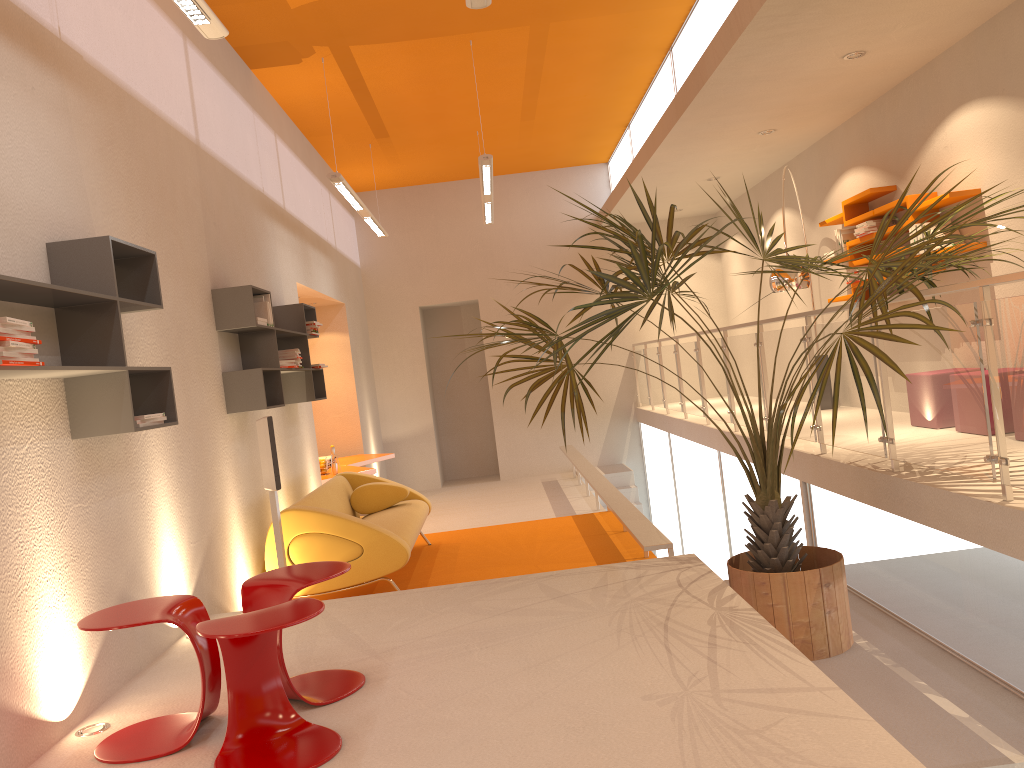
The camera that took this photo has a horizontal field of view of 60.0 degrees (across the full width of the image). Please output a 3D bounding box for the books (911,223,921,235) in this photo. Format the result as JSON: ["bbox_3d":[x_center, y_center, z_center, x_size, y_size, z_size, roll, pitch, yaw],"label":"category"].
[{"bbox_3d":[3.041,-1.065,6.481,0.230,0.227,0.017,-7,1,-1],"label":"books"}]

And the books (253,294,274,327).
[{"bbox_3d":[-1.748,-0.485,6.022,0.230,0.227,0.017,-7,1,-1],"label":"books"}]

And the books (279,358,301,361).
[{"bbox_3d":[-1.707,-0.169,6.658,0.230,0.017,0.226,-7,1,-11],"label":"books"}]

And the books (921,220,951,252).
[{"bbox_3d":[3.033,-1.053,6.321,0.207,0.210,0.021,-7,1,-1],"label":"books"}]

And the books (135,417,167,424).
[{"bbox_3d":[-1.619,0.165,3.768,0.190,0.015,0.254,-7,1,6],"label":"books"}]

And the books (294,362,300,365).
[{"bbox_3d":[-1.693,-0.140,6.649,0.190,0.015,0.254,-7,1,-10],"label":"books"}]

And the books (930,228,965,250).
[{"bbox_3d":[3.053,-1.024,6.248,0.230,0.150,0.091,-7,1,-1],"label":"books"}]

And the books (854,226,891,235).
[{"bbox_3d":[2.976,-1.262,7.291,0.254,0.015,0.190,-7,1,-5],"label":"books"}]

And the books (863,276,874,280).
[{"bbox_3d":[3.032,-0.884,7.271,0.254,0.015,0.190,-7,1,6],"label":"books"}]

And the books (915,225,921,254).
[{"bbox_3d":[3.031,-1.054,6.407,0.207,0.210,0.021,-7,1,-1],"label":"books"}]

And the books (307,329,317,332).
[{"bbox_3d":[-1.728,-0.429,7.347,0.190,0.015,0.254,-7,1,-5],"label":"books"}]

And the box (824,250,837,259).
[{"bbox_3d":[2.967,-1.174,7.980,0.232,0.047,0.232,-7,1,-1],"label":"box"}]

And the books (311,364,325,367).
[{"bbox_3d":[-1.682,-0.146,7.335,0.226,0.017,0.230,-7,1,-1],"label":"books"}]

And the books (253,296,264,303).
[{"bbox_3d":[-1.758,-0.473,5.947,0.207,0.210,0.021,-7,1,-1],"label":"books"}]

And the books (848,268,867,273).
[{"bbox_3d":[3.012,-0.974,7.544,0.226,0.017,0.230,-7,1,-1],"label":"books"}]

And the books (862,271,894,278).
[{"bbox_3d":[3.026,-0.899,7.258,0.226,0.017,0.230,-7,1,-1],"label":"books"}]

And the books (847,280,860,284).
[{"bbox_3d":[3.013,-0.885,7.557,0.210,0.013,0.297,-7,1,-1],"label":"books"}]

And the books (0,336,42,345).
[{"bbox_3d":[-1.625,-0.123,2.739,0.210,0.013,0.297,-7,1,-6],"label":"books"}]

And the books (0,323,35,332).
[{"bbox_3d":[-1.625,-0.163,2.732,0.190,0.015,0.254,-7,1,-4],"label":"books"}]

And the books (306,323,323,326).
[{"bbox_3d":[-1.719,-0.478,7.334,0.254,0.015,0.190,-7,1,6],"label":"books"}]

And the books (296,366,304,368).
[{"bbox_3d":[-1.692,-0.115,6.663,0.210,0.013,0.297,-7,1,-6],"label":"books"}]

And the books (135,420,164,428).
[{"bbox_3d":[-1.620,0.180,3.761,0.190,0.015,0.254,-7,1,0],"label":"books"}]

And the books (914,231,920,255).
[{"bbox_3d":[3.046,-1.036,6.431,0.230,0.169,0.027,-7,1,-1],"label":"books"}]

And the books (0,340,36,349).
[{"bbox_3d":[-1.632,-0.107,2.736,0.230,0.017,0.227,-7,1,-11],"label":"books"}]

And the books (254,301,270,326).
[{"bbox_3d":[-1.741,-0.455,5.918,0.230,0.169,0.023,-7,1,-1],"label":"books"}]

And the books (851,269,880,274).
[{"bbox_3d":[3.018,-0.959,7.557,0.254,0.015,0.190,-7,1,6],"label":"books"}]

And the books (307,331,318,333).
[{"bbox_3d":[-1.725,-0.416,7.337,0.190,0.011,0.268,-7,1,1],"label":"books"}]

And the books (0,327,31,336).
[{"bbox_3d":[-1.626,-0.148,2.725,0.190,0.015,0.254,-7,1,-10],"label":"books"}]

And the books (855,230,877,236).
[{"bbox_3d":[2.987,-1.250,7.293,0.268,0.011,0.190,-7,1,1],"label":"books"}]

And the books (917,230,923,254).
[{"bbox_3d":[3.039,-1.034,6.373,0.230,0.169,0.027,-7,1,-1],"label":"books"}]

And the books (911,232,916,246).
[{"bbox_3d":[3.037,-1.035,6.459,0.230,0.169,0.027,-7,1,-1],"label":"books"}]

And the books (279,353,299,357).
[{"bbox_3d":[-1.701,-0.210,6.647,0.190,0.015,0.254,-7,1,-10],"label":"books"}]

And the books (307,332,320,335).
[{"bbox_3d":[-1.724,-0.404,7.334,0.210,0.013,0.297,-7,1,-1],"label":"books"}]

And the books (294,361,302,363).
[{"bbox_3d":[-1.692,-0.155,6.656,0.190,0.015,0.254,-7,1,-4],"label":"books"}]

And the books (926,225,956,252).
[{"bbox_3d":[3.051,-1.034,6.291,0.230,0.169,0.023,-7,1,-1],"label":"books"}]

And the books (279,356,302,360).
[{"bbox_3d":[-1.700,-0.185,6.662,0.210,0.013,0.297,-7,1,-6],"label":"books"}]

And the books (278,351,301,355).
[{"bbox_3d":[-1.701,-0.226,6.655,0.190,0.015,0.254,-7,1,-4],"label":"books"}]

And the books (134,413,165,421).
[{"bbox_3d":[-1.634,0.150,3.772,0.230,0.017,0.227,-7,1,-1],"label":"books"}]

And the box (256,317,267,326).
[{"bbox_3d":[-1.739,-0.391,5.774,0.232,0.047,0.232,-7,1,-1],"label":"box"}]

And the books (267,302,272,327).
[{"bbox_3d":[-1.744,-0.455,5.972,0.230,0.169,0.027,-7,1,-1],"label":"books"}]

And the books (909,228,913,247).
[{"bbox_3d":[3.034,-1.065,6.499,0.230,0.227,0.017,-7,1,-1],"label":"books"}]

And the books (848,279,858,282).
[{"bbox_3d":[3.012,-0.897,7.561,0.190,0.011,0.268,-7,1,1],"label":"books"}]

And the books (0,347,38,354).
[{"bbox_3d":[-1.617,-0.093,2.734,0.190,0.015,0.254,-7,1,-4],"label":"books"}]

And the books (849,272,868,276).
[{"bbox_3d":[3.015,-0.942,7.559,0.230,0.017,0.227,-7,1,-6],"label":"books"}]

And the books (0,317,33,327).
[{"bbox_3d":[-1.640,-0.178,2.734,0.230,0.017,0.227,-7,1,-11],"label":"books"}]

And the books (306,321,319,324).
[{"bbox_3d":[-1.725,-0.493,7.321,0.226,0.017,0.230,-7,1,-1],"label":"books"}]

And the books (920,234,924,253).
[{"bbox_3d":[3.048,-1.035,6.346,0.230,0.169,0.027,-7,1,-1],"label":"books"}]

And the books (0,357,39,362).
[{"bbox_3d":[-1.618,-0.064,2.736,0.190,0.011,0.268,-7,1,-4],"label":"books"}]

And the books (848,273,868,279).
[{"bbox_3d":[3.004,-0.925,7.563,0.190,0.015,0.254,-7,1,1],"label":"books"}]

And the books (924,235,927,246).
[{"bbox_3d":[3.038,-1.026,6.306,0.207,0.156,0.009,-7,1,-1],"label":"books"}]

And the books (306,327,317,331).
[{"bbox_3d":[-1.732,-0.444,7.339,0.190,0.015,0.254,-7,1,1],"label":"books"}]

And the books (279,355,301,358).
[{"bbox_3d":[-1.702,-0.197,6.657,0.190,0.011,0.268,-7,1,-4],"label":"books"}]

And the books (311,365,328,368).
[{"bbox_3d":[-1.676,-0.130,7.348,0.254,0.015,0.190,-7,1,6],"label":"books"}]

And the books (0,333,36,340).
[{"bbox_3d":[-1.626,-0.135,2.735,0.190,0.011,0.268,-7,1,-4],"label":"books"}]

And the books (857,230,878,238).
[{"bbox_3d":[2.995,-1.239,7.287,0.210,0.013,0.297,-7,1,-1],"label":"books"}]

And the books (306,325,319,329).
[{"bbox_3d":[-1.721,-0.461,7.335,0.230,0.017,0.226,-7,1,-6],"label":"books"}]

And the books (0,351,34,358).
[{"bbox_3d":[-1.617,-0.077,2.726,0.190,0.015,0.254,-7,1,-10],"label":"books"}]

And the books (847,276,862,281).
[{"bbox_3d":[3.009,-0.910,7.571,0.190,0.015,0.254,-7,1,-5],"label":"books"}]

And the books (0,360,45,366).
[{"bbox_3d":[-1.616,-0.052,2.740,0.210,0.013,0.297,-7,1,-6],"label":"books"}]

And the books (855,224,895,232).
[{"bbox_3d":[2.982,-1.278,7.288,0.254,0.015,0.190,-7,1,1],"label":"books"}]
